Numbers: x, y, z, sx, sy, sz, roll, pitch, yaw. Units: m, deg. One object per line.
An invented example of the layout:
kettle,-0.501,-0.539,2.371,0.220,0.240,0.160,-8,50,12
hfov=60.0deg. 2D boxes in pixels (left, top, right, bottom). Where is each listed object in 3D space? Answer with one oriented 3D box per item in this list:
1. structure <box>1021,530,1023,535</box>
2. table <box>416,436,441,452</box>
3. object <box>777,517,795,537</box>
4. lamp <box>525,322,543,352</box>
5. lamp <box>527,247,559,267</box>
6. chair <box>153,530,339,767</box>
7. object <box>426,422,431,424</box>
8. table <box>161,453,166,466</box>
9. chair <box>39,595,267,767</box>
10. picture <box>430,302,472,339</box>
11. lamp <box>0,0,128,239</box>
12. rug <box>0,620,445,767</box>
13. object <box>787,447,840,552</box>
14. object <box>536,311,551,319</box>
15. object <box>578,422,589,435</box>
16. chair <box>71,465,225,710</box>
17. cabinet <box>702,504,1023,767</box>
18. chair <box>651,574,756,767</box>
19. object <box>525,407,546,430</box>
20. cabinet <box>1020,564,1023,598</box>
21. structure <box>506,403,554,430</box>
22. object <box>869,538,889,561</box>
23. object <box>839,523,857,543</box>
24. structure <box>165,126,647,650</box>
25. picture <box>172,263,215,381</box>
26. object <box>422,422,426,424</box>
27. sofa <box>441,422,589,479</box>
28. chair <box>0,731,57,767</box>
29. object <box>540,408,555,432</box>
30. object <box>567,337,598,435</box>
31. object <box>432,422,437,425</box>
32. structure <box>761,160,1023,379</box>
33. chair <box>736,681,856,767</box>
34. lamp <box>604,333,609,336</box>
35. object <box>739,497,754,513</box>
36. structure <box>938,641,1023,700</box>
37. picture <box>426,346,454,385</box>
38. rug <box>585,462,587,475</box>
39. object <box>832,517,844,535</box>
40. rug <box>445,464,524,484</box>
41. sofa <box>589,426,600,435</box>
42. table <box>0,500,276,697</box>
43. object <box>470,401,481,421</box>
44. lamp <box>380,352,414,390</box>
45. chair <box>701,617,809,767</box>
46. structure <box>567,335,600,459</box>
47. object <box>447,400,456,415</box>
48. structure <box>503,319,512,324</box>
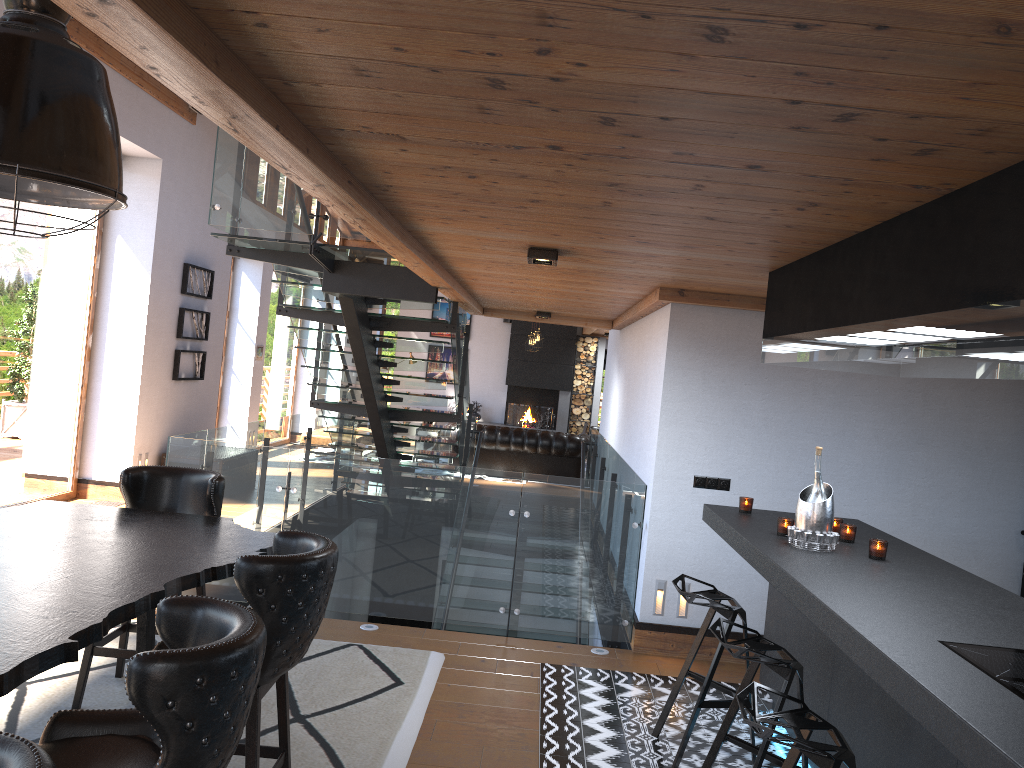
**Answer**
structure,3.422,0.623,5.446,0.255,0.945,0.597,6,0,2
table,-1.428,1.061,15.000,0.405,0.609,0.418,6,0,1
object,1.303,0.682,4.226,0.080,0.081,0.078,5,1,-34
lamp,0.492,-1.708,16.604,0.262,2.201,0.800,6,0,-7
lamp,0.160,-0.660,4.556,0.155,0.068,0.261,6,1,2
chair,-0.935,1.077,3.048,0.568,1.092,0.504,6,0,0
object,-1.407,0.619,14.923,0.086,0.286,0.088,6,0,41
table,-3.488,1.009,10.272,0.684,0.469,1.255,6,1,2
chair,-0.921,1.096,2.084,0.571,1.092,0.501,6,0,-15
picture,-1.336,-1.401,19.500,0.879,0.816,0.036,6,0,1
lamp,-1.312,-2.797,2.746,0.628,4.684,0.614,6,0,-44
rug,-1.752,1.551,2.632,2.550,0.047,5.635,6,1,2
object,1.363,0.507,3.967,0.226,0.452,0.225,6,0,1
object,0.334,-0.727,9.298,0.155,0.068,0.261,6,1,2
object,1.503,1.202,18.900,0.269,0.795,0.262,6,0,-15
chair,-1.722,0.975,4.304,0.504,1.092,0.568,6,0,0
cabinet,1.400,1.315,2.696,0.888,1.103,4.804,6,1,2
chair,0.961,1.375,4.183,0.469,0.839,0.539,6,0,1
object,0.435,0.771,15.992,0.404,0.808,0.623,6,0,13
cabinet,3.481,0.886,2.542,0.543,2.380,6.434,6,1,2
structure,0.388,0.715,19.092,0.982,0.514,0.183,6,0,1
object,1.586,0.717,3.842,0.080,0.081,0.078,5,1,-34
object,1.600,0.712,4.225,0.080,0.081,0.078,5,1,-34
structure,-3.440,0.906,7.667,9.207,6.398,11.032,6,1,1
picture,-3.674,-0.698,10.248,0.059,1.312,0.774,6,0,2
object,-1.470,0.611,14.990,0.087,0.286,0.088,6,0,14
sofa,0.087,1.107,14.465,2.565,0.838,1.240,6,1,0
chair,-1.017,1.110,1.265,0.566,1.092,0.506,6,0,10
object,0.729,1.010,18.714,0.311,1.017,0.304,6,0,-43
object,1.507,0.280,19.219,0.493,2.612,0.466,6,0,1
object,-1.305,0.629,14.918,0.088,0.286,0.086,6,0,-22
structure,1.578,-0.283,2.880,0.710,0.476,3.252,6,1,2
chair,0.876,1.394,2.644,0.468,0.839,0.540,6,0,7
lamp,1.994,-1.028,18.351,0.155,0.068,0.261,6,1,2
object,1.292,0.669,4.897,0.078,0.081,0.080,6,1,36
structure,1.476,0.784,2.268,0.504,0.017,0.611,6,1,1
picture,-1.436,-0.412,19.502,0.879,0.816,0.036,6,0,1
rug,1.560,1.622,16.049,2.430,0.053,4.048,6,1,2
object,1.607,0.709,4.415,0.080,0.081,0.078,5,1,-34
rug,-1.592,1.323,14.986,3.806,0.053,2.434,6,1,2
sofa,2.083,1.270,16.577,1.239,0.838,2.567,6,1,1
table,-1.779,1.097,2.309,1.429,0.949,3.799,6,1,2
object,-0.823,0.585,19.221,0.338,0.455,0.336,6,0,27
lamp,-2.556,0.242,18.370,0.523,1.899,1.333,6,0,23
chair,0.976,1.390,3.427,0.469,0.839,0.538,6,0,-2
structure,1.514,0.274,19.209,0.501,2.617,0.512,6,0,1
object,-1.256,0.515,19.161,0.262,0.532,0.423,6,0,-30
structure,-0.076,-1.507,19.406,0.213,0.349,0.214,6,0,1
